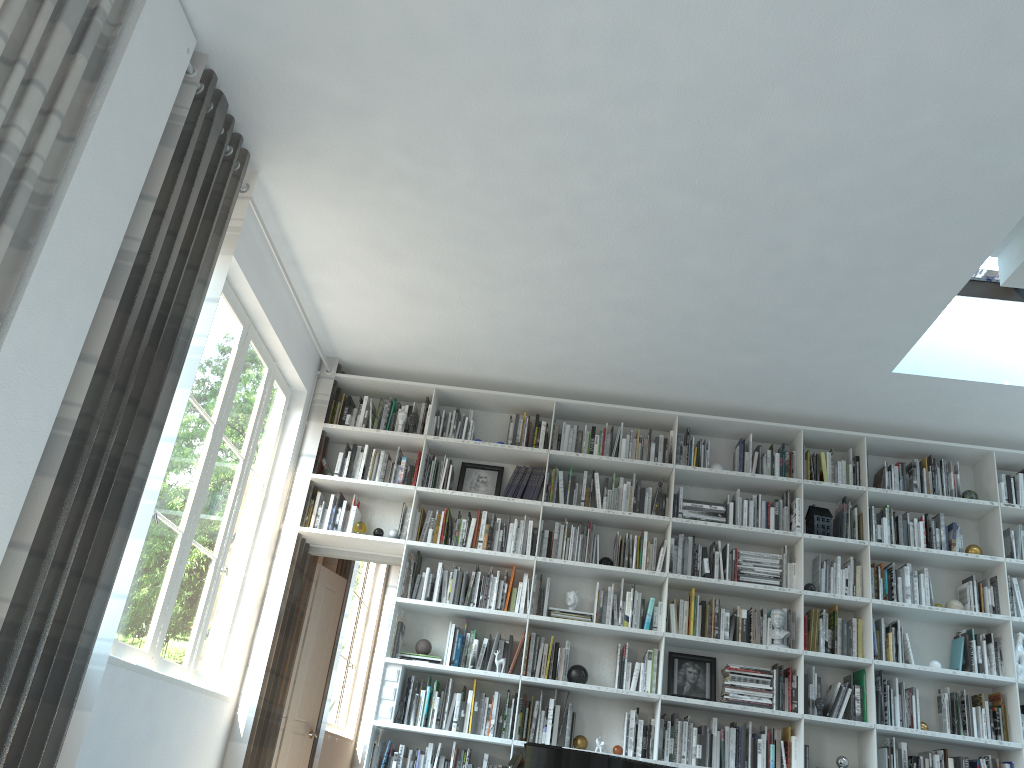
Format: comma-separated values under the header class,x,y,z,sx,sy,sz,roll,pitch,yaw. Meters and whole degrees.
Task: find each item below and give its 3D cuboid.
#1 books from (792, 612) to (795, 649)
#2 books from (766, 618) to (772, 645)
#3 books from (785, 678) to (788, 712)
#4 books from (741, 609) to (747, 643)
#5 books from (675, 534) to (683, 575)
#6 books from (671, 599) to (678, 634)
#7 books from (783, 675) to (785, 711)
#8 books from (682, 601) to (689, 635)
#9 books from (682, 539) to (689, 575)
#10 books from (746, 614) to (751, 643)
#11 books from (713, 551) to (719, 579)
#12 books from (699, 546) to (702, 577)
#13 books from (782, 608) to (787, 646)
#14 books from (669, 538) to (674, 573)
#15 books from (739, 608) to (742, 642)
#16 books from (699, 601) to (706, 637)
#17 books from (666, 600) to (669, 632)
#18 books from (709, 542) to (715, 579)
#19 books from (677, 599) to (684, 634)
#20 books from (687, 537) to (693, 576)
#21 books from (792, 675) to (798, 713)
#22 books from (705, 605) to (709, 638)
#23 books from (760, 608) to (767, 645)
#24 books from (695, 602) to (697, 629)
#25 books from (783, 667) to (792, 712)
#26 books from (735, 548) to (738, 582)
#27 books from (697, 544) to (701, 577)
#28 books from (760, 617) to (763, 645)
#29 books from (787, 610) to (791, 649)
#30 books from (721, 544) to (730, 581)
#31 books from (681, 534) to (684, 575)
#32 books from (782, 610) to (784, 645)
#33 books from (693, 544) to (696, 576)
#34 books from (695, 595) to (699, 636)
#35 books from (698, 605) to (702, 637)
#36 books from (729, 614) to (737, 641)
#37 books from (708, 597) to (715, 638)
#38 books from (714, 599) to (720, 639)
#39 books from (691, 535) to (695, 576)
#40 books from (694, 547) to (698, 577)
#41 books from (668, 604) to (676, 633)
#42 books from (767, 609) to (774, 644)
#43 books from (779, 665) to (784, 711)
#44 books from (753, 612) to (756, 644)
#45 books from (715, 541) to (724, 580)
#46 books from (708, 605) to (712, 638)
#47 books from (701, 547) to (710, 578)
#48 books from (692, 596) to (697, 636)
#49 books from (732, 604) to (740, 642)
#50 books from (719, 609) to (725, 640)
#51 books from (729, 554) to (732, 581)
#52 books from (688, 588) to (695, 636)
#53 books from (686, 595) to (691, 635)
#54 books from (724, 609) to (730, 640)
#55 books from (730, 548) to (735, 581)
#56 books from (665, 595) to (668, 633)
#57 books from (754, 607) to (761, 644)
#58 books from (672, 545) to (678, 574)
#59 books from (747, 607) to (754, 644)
class,x,y,z,sx,sy,sz,roll,pitch,yaw
books,1.774,1.592,5.641,0.023,0.263,0.107,6,-24,4
books,1.618,1.598,5.628,0.035,0.200,0.150,6,-25,4
books,1.679,1.936,5.480,0.021,0.216,0.132,6,-25,4
books,1.453,1.562,5.629,0.029,0.223,0.186,6,-25,4
books,1.091,1.156,5.834,0.026,0.295,0.180,6,-25,4
books,1.039,1.515,5.678,0.042,0.241,0.163,6,-25,4
books,1.664,1.928,5.485,0.013,0.231,0.135,6,-25,4
books,1.100,1.524,5.676,0.029,0.239,0.156,6,-25,4
books,1.128,1.172,5.818,0.025,0.264,0.186,6,-25,4
books,1.481,1.577,5.624,0.029,0.199,0.179,6,-25,4
books,1.326,1.221,5.803,0.024,0.215,0.148,6,-25,4
books,1.222,1.198,5.815,0.011,0.238,0.148,6,-25,4
books,1.724,1.579,5.645,0.025,0.277,0.108,6,-24,4
books,1.036,1.165,5.833,0.026,0.265,0.171,6,-25,4
books,1.435,1.560,5.642,0.010,0.233,0.175,6,-25,4
books,1.213,1.533,5.683,0.028,0.258,0.135,6,-25,4
books,0.989,1.518,5.692,0.011,0.234,0.142,6,-25,4
books,1.307,1.190,5.824,0.022,0.284,0.131,6,-25,4
books,1.074,1.520,5.685,0.026,0.247,0.139,6,-25,4
books,1.157,1.169,5.838,0.029,0.294,0.152,6,-25,4
books,1.717,1.923,5.454,0.034,0.228,0.200,6,-25,4
books,1.230,1.540,5.656,0.012,0.227,0.170,6,-25,4
books,1.593,1.570,5.644,0.024,0.258,0.127,6,-25,4
books,1.159,1.529,5.673,0.010,0.243,0.150,6,-25,4
books,1.699,1.903,5.475,0.011,0.278,0.187,6,-25,4
books,1.445,1.213,5.785,0.013,0.245,0.177,6,-25,4
books,1.210,1.192,5.817,0.014,0.249,0.173,6,-25,4
books,1.567,1.594,5.640,0.022,0.205,0.114,6,-25,4
books,1.742,1.580,5.626,0.014,0.265,0.154,6,-25,4
books,1.391,1.199,5.798,0.021,0.268,0.192,6,-25,4
books,1.112,1.160,5.853,0.014,0.311,0.134,6,-25,4
books,1.698,1.580,5.633,0.025,0.258,0.131,6,-25,4
books,1.184,1.190,5.822,0.011,0.250,0.153,6,-25,4
books,1.171,1.506,5.664,0.010,0.279,0.171,6,-25,4
books,1.185,1.541,5.673,0.024,0.227,0.148,6,-25,4
books,1.390,1.577,5.651,0.050,0.198,0.146,6,-25,4
books,1.272,1.520,5.665,0.013,0.282,0.177,6,-25,4
books,1.290,1.523,5.647,0.028,0.266,0.190,6,-25,4
books,1.176,1.166,5.830,0.011,0.299,0.180,6,-25,4
books,1.195,1.200,5.818,0.014,0.232,0.148,6,-25,4
books,1.018,1.522,5.661,0.053,0.207,0.157,6,-25,4
books,1.646,1.577,5.647,0.014,0.262,0.135,6,-25,4
books,1.656,1.899,5.492,0.011,0.286,0.152,6,-25,4
books,1.522,1.579,5.651,0.025,0.229,0.143,6,-25,4
books,1.358,1.191,5.818,0.049,0.290,0.163,6,-25,4
books,1.250,1.542,5.663,0.025,0.235,0.137,6,-25,4
books,1.260,1.202,5.806,0.066,0.235,0.154,6,-25,4
books,1.147,1.503,5.649,0.015,0.265,0.190,6,-25,4
books,1.425,1.550,5.652,0.014,0.257,0.162,6,-25,4
books,1.324,1.556,5.647,0.024,0.215,0.176,6,-25,4
books,1.410,1.232,5.800,0.024,0.215,0.133,6,-25,4
books,1.137,1.479,5.661,0.014,0.316,0.189,6,-25,4
books,1.123,1.512,5.694,0.010,0.282,0.137,6,-25,4
books,1.351,1.560,5.646,0.030,0.214,0.169,6,-25,4
books,1.431,1.218,5.797,0.015,0.244,0.184,6,-25,4
books,0.981,1.496,5.703,0.010,0.280,0.141,6,-25,4
books,1.548,1.561,5.638,0.025,0.257,0.151,6,-25,4
books,1.060,1.192,5.837,0.027,0.227,0.148,6,-25,4
books,1.504,1.555,5.622,0.012,0.244,0.186,6,-25,4
